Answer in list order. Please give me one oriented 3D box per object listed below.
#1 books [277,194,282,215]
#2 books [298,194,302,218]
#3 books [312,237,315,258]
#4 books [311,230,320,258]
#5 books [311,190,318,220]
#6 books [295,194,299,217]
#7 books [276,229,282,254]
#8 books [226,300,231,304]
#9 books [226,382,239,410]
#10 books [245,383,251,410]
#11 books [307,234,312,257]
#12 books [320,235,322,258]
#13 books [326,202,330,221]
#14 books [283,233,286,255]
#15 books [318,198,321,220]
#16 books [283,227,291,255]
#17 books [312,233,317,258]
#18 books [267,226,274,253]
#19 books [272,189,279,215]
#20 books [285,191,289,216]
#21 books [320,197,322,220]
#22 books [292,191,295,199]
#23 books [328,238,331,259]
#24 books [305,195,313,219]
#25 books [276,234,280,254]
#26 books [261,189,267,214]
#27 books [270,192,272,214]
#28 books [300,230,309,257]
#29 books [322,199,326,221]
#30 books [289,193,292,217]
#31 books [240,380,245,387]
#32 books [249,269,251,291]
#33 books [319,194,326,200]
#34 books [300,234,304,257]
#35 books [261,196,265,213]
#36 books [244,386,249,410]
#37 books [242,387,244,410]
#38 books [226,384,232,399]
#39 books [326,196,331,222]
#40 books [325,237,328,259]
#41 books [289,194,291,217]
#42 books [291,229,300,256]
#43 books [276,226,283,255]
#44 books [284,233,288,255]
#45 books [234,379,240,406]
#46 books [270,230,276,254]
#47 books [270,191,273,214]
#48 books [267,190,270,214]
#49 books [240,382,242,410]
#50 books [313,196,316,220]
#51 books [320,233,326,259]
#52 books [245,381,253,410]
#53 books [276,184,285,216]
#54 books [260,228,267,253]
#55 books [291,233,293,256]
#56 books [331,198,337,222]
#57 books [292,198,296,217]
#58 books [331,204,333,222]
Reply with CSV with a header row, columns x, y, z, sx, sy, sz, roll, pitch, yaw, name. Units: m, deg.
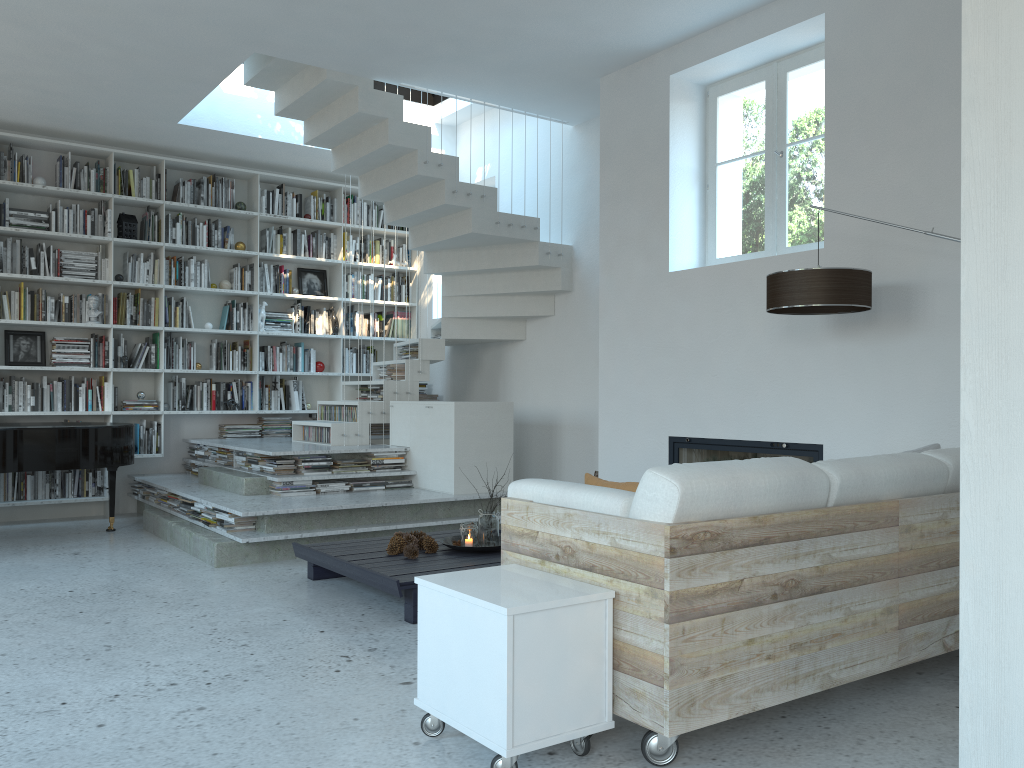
x,y,z,sx,sy,sz,roll,pitch,yaw,name
-2.255,-1.699,8.538,0.030,0.231,0.148,0,0,-35,books
-2.094,-1.710,8.651,0.030,0.257,0.165,0,0,-35,books
-1.980,-1.322,8.722,0.031,0.217,0.165,0,0,-35,books
-1.937,-1.360,8.746,0.022,0.294,0.180,0,0,-35,books
-1.949,-1.740,8.749,0.007,0.321,0.165,0,0,-35,books
-2.118,-1.709,8.649,0.012,0.254,0.161,0,0,-35,books
-2.252,-1.347,8.532,0.026,0.261,0.167,0,0,-35,books
-2.645,-0.632,8.285,0.016,0.290,0.135,0,0,-35,books
-2.609,0.114,8.286,0.070,0.266,0.186,0,0,-35,books
-2.501,0.119,8.362,0.026,0.258,0.156,0,0,-35,books
-2.005,-1.333,8.695,0.014,0.240,0.189,0,0,-35,books
-1.919,-1.336,8.772,0.011,0.249,0.152,0,0,-35,books
-1.860,-1.683,8.811,0.029,0.210,0.169,0,0,-35,books
-2.225,-1.328,8.561,0.030,0.224,0.158,0,0,-35,books
-1.929,-1.704,8.763,0.031,0.248,0.164,0,0,-35,books
-2.179,-1.360,8.585,0.026,0.288,0.156,0,0,-35,books
-1.963,-1.344,8.744,0.023,0.264,0.156,0,0,-35,books
-2.331,-1.359,8.488,0.051,0.282,0.166,0,0,-35,books
-2.286,-1.723,8.514,0.048,0.278,0.150,0,0,-35,books
-2.197,-1.714,8.570,0.014,0.262,0.168,0,0,-35,books
-1.918,-1.707,8.789,0.017,0.257,0.146,0,0,-35,books
-2.144,-1.722,8.634,0.012,0.279,0.153,0,0,-35,books
-1.845,-1.328,8.834,0.022,0.234,0.158,0,0,-35,books
-1.995,-1.708,8.707,0.019,0.256,0.169,0,0,-35,books
-2.271,-1.321,8.513,0.025,0.207,0.175,0,0,-35,books
-2.377,-1.711,8.445,0.025,0.250,0.178,0,0,-35,books
-2.337,-1.701,8.477,0.024,0.231,0.168,0,0,-35,books
-2.044,-1.355,8.697,0.048,0.283,0.162,0,0,-35,books
-1.891,-1.696,8.782,0.018,0.235,0.186,0,0,-35,books
-2.170,-1.710,8.601,0.021,0.254,0.151,0,0,-35,books
-2.551,0.107,8.356,0.012,0.282,0.143,0,0,-35,books
-2.499,-0.964,8.377,0.013,0.221,0.155,0,0,-35,books
-1.887,-1.728,8.809,0.020,0.299,0.131,0,0,-35,books
-2.074,-1.329,8.643,0.030,0.230,0.187,0,0,-35,books
-2.390,-1.677,8.422,0.022,0.182,0.190,0,0,-35,books
-2.518,0.134,8.342,0.025,0.228,0.175,0,0,-35,books
-2.546,0.138,8.328,0.013,0.220,0.168,0,0,-35,books
-2.644,0.122,8.268,0.012,0.249,0.164,0,0,-35,books
-1.848,-1.717,8.841,0.025,0.279,0.136,0,0,-35,books
-1.871,-1.332,8.804,0.030,0.241,0.162,0,0,-35,books
-2.183,-1.701,8.581,0.022,0.236,0.172,0,0,-35,books
-2.111,-1.348,8.582,0.032,0.265,0.245,0,0,-35,books
-2.242,-1.365,8.549,0.011,0.296,0.162,0,0,-35,books
-2.211,-1.334,8.588,0.024,0.236,0.146,0,0,-35,books
-2.581,0.100,8.318,0.013,0.294,0.134,0,0,-35,books
-2.305,-1.343,8.517,0.026,0.250,0.130,0,0,-35,books
-2.326,-1.710,8.506,0.027,0.249,0.140,0,0,-35,books
-2.353,-1.706,8.456,0.026,0.242,0.184,0,0,-35,books
-2.567,0.115,8.328,0.021,0.264,0.150,0,0,-35,books
-1.973,-1.706,8.733,0.016,0.252,0.189,0,0,-35,books
-1.894,-1.348,8.779,0.036,0.272,0.177,0,0,-35,books
-2.480,0.112,8.376,0.025,0.272,0.171,0,0,-35,books
-2.230,-1.750,8.542,0.014,0.332,0.180,0,0,-35,books
-2.369,-1.345,8.464,0.012,0.254,0.161,0,0,-35,books
-2.164,-1.335,8.608,0.025,0.238,0.142,0,0,-35,books
-1.793,-1.709,8.860,0.026,0.263,0.163,0,0,-35,books
-2.144,-1.684,8.603,0.024,0.202,0.190,0,0,-35,books
-1.829,-1.683,8.862,0.031,0.211,0.131,0,0,-35,books
